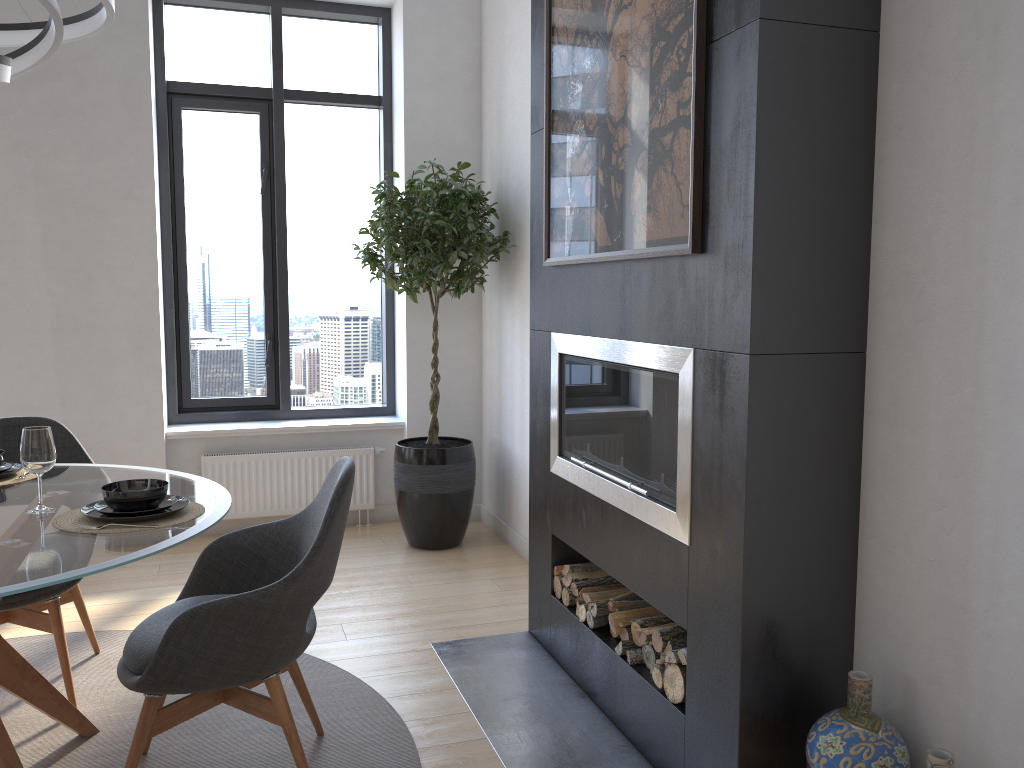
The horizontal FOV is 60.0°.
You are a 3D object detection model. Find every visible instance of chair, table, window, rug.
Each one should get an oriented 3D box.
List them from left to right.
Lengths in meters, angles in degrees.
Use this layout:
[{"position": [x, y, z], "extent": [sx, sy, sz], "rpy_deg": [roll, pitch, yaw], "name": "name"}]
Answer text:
[{"position": [-1.487, 0.720, 2.251], "extent": [1.499, 0.764, 1.499], "rpy_deg": [-3, 7, -29], "name": "table"}, {"position": [-1.484, 1.107, 2.280], "extent": [2.499, 0.010, 2.499], "rpy_deg": [6, 8, 44], "name": "rug"}, {"position": [-1.697, 0.590, 2.986], "extent": [0.655, 0.891, 0.619], "rpy_deg": [-2, 6, -17], "name": "chair"}, {"position": [-0.727, 0.653, 2.373], "extent": [0.619, 0.891, 0.655], "rpy_deg": [-1, 6, -12], "name": "chair"}, {"position": [-1.352, -0.990, 5.173], "extent": [1.310, 2.402, 0.170], "rpy_deg": [-2, 6, -18], "name": "window"}]

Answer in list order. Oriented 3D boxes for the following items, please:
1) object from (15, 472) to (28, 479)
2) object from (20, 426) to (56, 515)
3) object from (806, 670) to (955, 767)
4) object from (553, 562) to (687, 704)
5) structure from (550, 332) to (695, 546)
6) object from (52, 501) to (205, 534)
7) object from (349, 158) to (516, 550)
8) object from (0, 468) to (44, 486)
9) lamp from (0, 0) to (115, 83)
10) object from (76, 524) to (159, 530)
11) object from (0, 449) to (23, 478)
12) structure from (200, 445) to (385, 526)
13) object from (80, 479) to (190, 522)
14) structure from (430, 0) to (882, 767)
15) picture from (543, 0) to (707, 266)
[{"position": [-1.647, 0.280, 2.714], "extent": [0.309, 0.015, 0.206], "rpy_deg": [-1, 6, -14], "name": "object"}, {"position": [-1.224, 0.222, 2.294], "extent": [0.083, 0.220, 0.083], "rpy_deg": [4, 7, 32], "name": "object"}, {"position": [0.815, 0.905, 1.892], "extent": [0.219, 0.501, 0.442], "rpy_deg": [-2, 6, -22], "name": "object"}, {"position": [0.465, 0.739, 2.857], "extent": [0.363, 0.195, 1.005], "rpy_deg": [-2, 6, -19], "name": "object"}, {"position": [0.425, 0.041, 2.770], "extent": [0.295, 0.651, 1.010], "rpy_deg": [-2, 6, -18], "name": "structure"}, {"position": [-0.975, 0.335, 2.270], "extent": [0.360, 0.002, 0.360], "rpy_deg": [-5, 8, -43], "name": "object"}, {"position": [-0.423, -0.145, 4.636], "extent": [0.813, 2.019, 0.801], "rpy_deg": [-1, 6, -15], "name": "object"}, {"position": [-1.641, 0.287, 2.726], "extent": [0.360, 0.002, 0.360], "rpy_deg": [3, 6, 24], "name": "object"}, {"position": [-1.472, -2.960, 1.870], "extent": [1.000, 4.513, 1.000], "rpy_deg": [-2, 6, -16], "name": "lamp"}, {"position": [-0.982, 0.326, 2.277], "extent": [0.206, 0.015, 0.309], "rpy_deg": [-1, 6, -9], "name": "object"}, {"position": [-1.647, 0.249, 2.722], "extent": [0.258, 0.074, 0.258], "rpy_deg": [0, 6, 1], "name": "object"}, {"position": [-1.223, 0.603, 5.029], "extent": [1.015, 0.460, 0.110], "rpy_deg": [-2, 6, -18], "name": "structure"}, {"position": [-0.965, 0.296, 2.274], "extent": [0.258, 0.074, 0.258], "rpy_deg": [0, 6, 1], "name": "object"}, {"position": [0.268, -2.097, 2.501], "extent": [0.722, 6.351, 1.500], "rpy_deg": [-2, 6, -18], "name": "structure"}, {"position": [0.290, -0.864, 2.634], "extent": [0.026, 0.990, 1.056], "rpy_deg": [-2, 6, -18], "name": "picture"}]
